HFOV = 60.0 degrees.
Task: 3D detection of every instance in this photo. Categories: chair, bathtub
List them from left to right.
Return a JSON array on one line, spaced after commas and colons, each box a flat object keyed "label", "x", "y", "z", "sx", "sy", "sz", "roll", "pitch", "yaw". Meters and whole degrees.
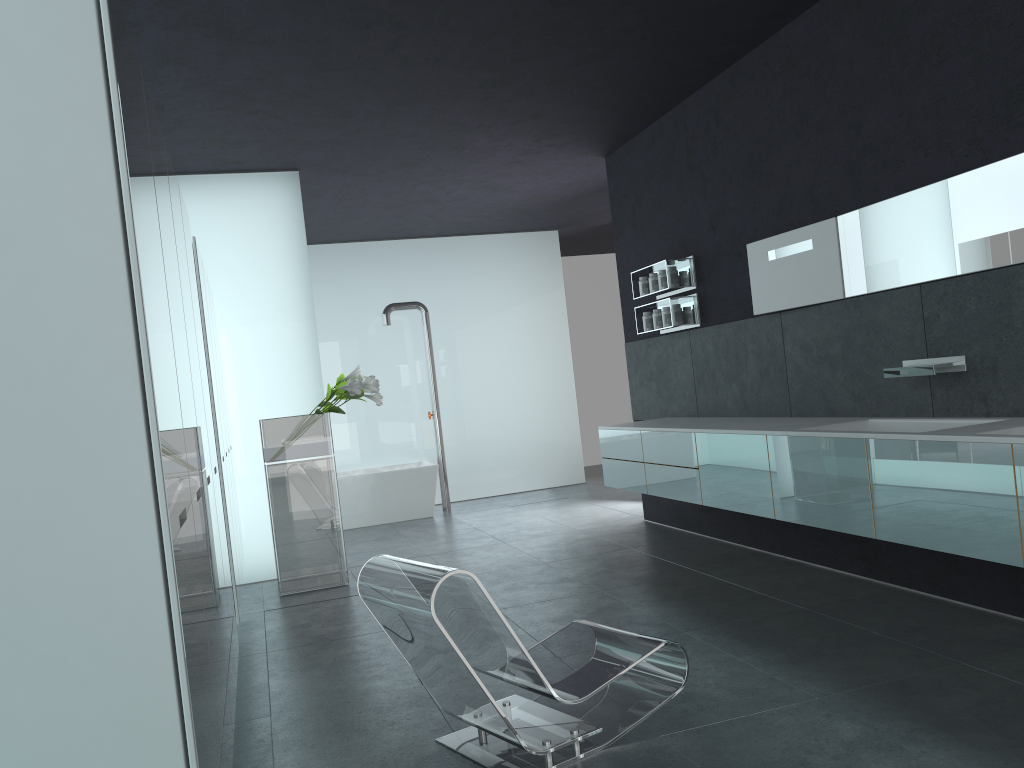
[{"label": "bathtub", "x": -1.983, "y": 1.380, "z": 11.540, "sx": 1.976, "sy": 0.859, "sz": 0.961, "roll": -6, "pitch": 0, "yaw": -16}, {"label": "chair", "x": 0.074, "y": 1.102, "z": 3.856, "sx": 1.260, "sy": 0.871, "sz": 0.629, "roll": -6, "pitch": 0, "yaw": -35}]

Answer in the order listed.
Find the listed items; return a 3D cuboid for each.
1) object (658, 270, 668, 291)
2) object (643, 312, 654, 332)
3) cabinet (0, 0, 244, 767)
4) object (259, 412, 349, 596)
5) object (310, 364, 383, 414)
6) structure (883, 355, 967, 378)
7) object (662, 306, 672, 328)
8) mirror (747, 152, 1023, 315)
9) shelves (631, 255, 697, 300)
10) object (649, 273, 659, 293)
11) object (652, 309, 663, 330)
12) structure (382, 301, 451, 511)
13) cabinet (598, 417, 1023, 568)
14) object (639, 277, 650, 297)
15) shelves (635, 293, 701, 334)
[{"label": "object", "x": 1.344, "y": -0.918, "z": 7.856, "sx": 0.096, "sy": 0.184, "sz": 0.068, "roll": -7, "pitch": 1, "yaw": -18}, {"label": "object", "x": 1.267, "y": -0.577, "z": 8.248, "sx": 0.096, "sy": 0.184, "sz": 0.068, "roll": -7, "pitch": 1, "yaw": -25}, {"label": "cabinet", "x": -1.785, "y": 0.278, "z": 4.724, "sx": 0.398, "sy": 2.216, "sz": 6.007, "roll": -7, "pitch": 0, "yaw": -16}, {"label": "object", "x": -1.838, "y": 1.022, "z": 7.795, "sx": 0.584, "sy": 1.491, "sz": 0.575, "roll": -7, "pitch": 1, "yaw": -16}, {"label": "object", "x": -1.616, "y": 0.223, "z": 7.715, "sx": 1.023, "sy": 0.780, "sz": 0.975, "roll": -6, "pitch": 0, "yaw": -24}, {"label": "structure", "x": 2.337, "y": -0.095, "z": 5.070, "sx": 0.186, "sy": 0.088, "sz": 0.482, "roll": -6, "pitch": 0, "yaw": -16}, {"label": "object", "x": 1.380, "y": -0.592, "z": 7.862, "sx": 0.096, "sy": 0.184, "sz": 0.068, "roll": -7, "pitch": 1, "yaw": -18}, {"label": "mirror", "x": 2.395, "y": -0.855, "z": 4.870, "sx": 0.109, "sy": 0.532, "sz": 3.724, "roll": -7, "pitch": 0, "yaw": -18}, {"label": "shelves", "x": 1.354, "y": -0.941, "z": 7.987, "sx": 0.265, "sy": 0.285, "sz": 0.770, "roll": -6, "pitch": 0, "yaw": -16}, {"label": "object", "x": 1.291, "y": -0.911, "z": 8.037, "sx": 0.096, "sy": 0.184, "sz": 0.067, "roll": -6, "pitch": 1, "yaw": -7}, {"label": "object", "x": 1.327, "y": -0.585, "z": 8.042, "sx": 0.096, "sy": 0.184, "sz": 0.067, "roll": -6, "pitch": 1, "yaw": -7}, {"label": "structure", "x": -1.268, "y": 0.343, "z": 11.764, "sx": 0.642, "sy": 2.873, "sz": 0.123, "roll": -7, "pitch": 1, "yaw": -17}, {"label": "cabinet", "x": 1.962, "y": 0.530, "z": 5.635, "sx": 0.733, "sy": 0.557, "sz": 5.585, "roll": -6, "pitch": 0, "yaw": -16}, {"label": "object", "x": 1.231, "y": -0.903, "z": 8.243, "sx": 0.096, "sy": 0.184, "sz": 0.068, "roll": -7, "pitch": 1, "yaw": -25}, {"label": "shelves", "x": 1.390, "y": -0.615, "z": 7.992, "sx": 0.265, "sy": 0.285, "sz": 0.770, "roll": -6, "pitch": 0, "yaw": -16}]
